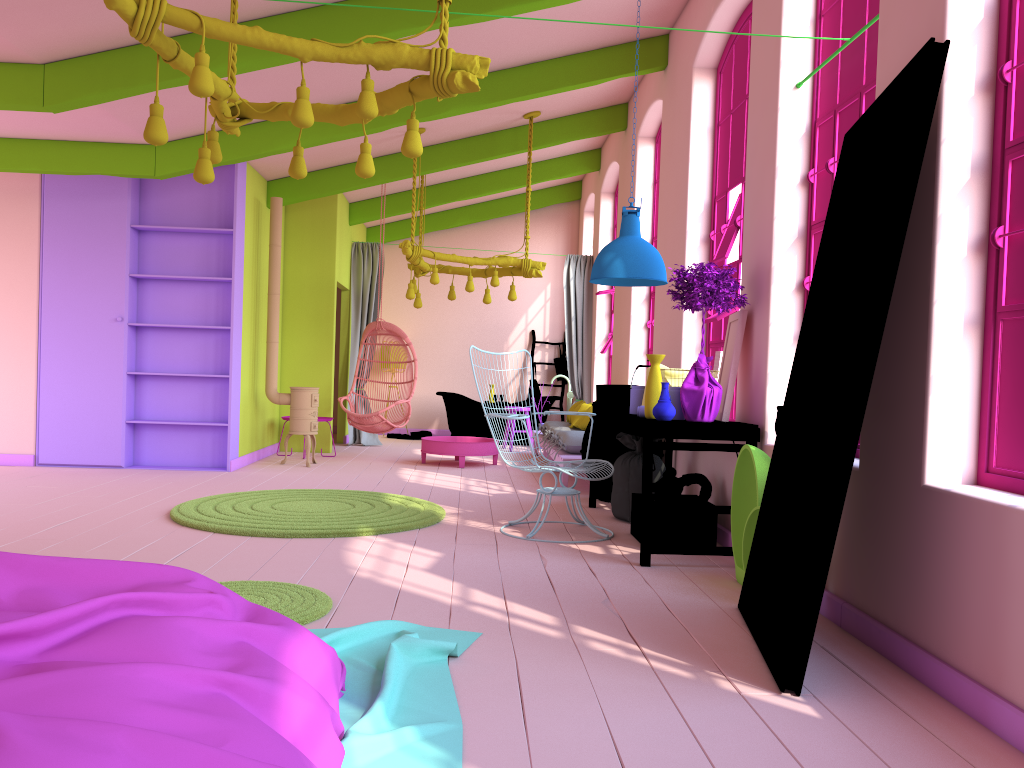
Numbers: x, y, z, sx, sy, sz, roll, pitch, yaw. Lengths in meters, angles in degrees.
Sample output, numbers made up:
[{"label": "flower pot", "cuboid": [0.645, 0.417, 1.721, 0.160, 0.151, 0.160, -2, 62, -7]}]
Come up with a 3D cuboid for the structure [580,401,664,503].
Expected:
[{"label": "structure", "cuboid": [0.938, 0.576, 7.566, 0.718, 0.845, 0.718, 1, 1, -35]}]

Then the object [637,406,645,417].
[{"label": "object", "cuboid": [0.884, 0.180, 5.749, 0.137, 0.076, 0.076, 2, 1, 17]}]

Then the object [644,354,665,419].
[{"label": "object", "cuboid": [0.851, 0.016, 5.296, 0.116, 0.383, 0.116, 1, 2, -29]}]

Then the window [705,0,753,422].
[{"label": "window", "cuboid": [1.625, -1.174, 6.305, 0.492, 3.004, 1.497, 2, 1, -3]}]

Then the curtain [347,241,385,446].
[{"label": "curtain", "cuboid": [-2.017, -0.572, 12.078, 0.518, 2.786, 0.525, 1, 1, -22]}]

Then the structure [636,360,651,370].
[{"label": "structure", "cuboid": [1.013, 0.010, 6.718, 0.166, 0.397, 0.087, 2, 1, 7]}]

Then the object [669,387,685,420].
[{"label": "object", "cuboid": [0.996, 0.117, 5.376, 0.109, 0.197, 0.109, 3, 2, 34]}]

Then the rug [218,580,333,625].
[{"label": "rug", "cuboid": [-1.191, 0.958, 3.836, 0.792, 0.021, 0.792, 2, 1, -20]}]

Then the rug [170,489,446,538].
[{"label": "rug", "cuboid": [-1.434, 0.906, 6.368, 1.889, 0.050, 1.888, 2, 1, -15]}]

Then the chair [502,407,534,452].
[{"label": "chair", "cuboid": [0.054, 0.612, 12.149, 0.473, 0.593, 0.446, 1, 1, -34]}]

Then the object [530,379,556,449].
[{"label": "object", "cuboid": [0.444, 0.420, 12.505, 0.451, 0.987, 0.277, 3, 2, 41]}]

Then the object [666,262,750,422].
[{"label": "object", "cuboid": [1.131, -0.253, 5.248, 0.441, 0.951, 0.502, 1, 2, -43]}]

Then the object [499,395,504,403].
[{"label": "object", "cuboid": [-0.155, 0.244, 13.205, 0.069, 0.170, 0.069, 2, 1, 17]}]

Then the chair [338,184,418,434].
[{"label": "chair", "cuboid": [-1.539, -0.982, 10.327, 0.860, 3.130, 0.806, 2, 1, 17]}]

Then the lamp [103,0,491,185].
[{"label": "lamp", "cuboid": [-1.105, -2.102, 4.380, 1.611, 2.265, 1.775, 2, 1, -21]}]

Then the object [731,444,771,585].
[{"label": "object", "cuboid": [1.308, 0.682, 4.606, 0.218, 0.734, 0.450, 2, 1, -3]}]

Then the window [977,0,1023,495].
[{"label": "window", "cuboid": [1.817, -1.117, 2.484, 0.214, 3.010, 1.513, 2, 1, -3]}]

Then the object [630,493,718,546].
[{"label": "object", "cuboid": [1.039, 0.885, 5.745, 0.446, 0.277, 0.521, 2, 1, -3]}]

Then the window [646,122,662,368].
[{"label": "window", "cuboid": [1.500, -1.218, 8.761, 0.072, 3.048, 1.274, 2, 1, -3]}]

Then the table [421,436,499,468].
[{"label": "table", "cuboid": [-0.592, 0.768, 10.066, 0.885, 0.285, 0.885, 2, 1, 23]}]

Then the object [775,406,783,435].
[{"label": "object", "cuboid": [1.527, 0.234, 4.836, 0.182, 0.223, 0.182, 1, 1, -25]}]

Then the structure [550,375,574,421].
[{"label": "structure", "cuboid": [0.804, 0.395, 13.267, 0.451, 1.062, 0.254, 3, 2, 41]}]

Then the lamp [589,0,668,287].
[{"label": "lamp", "cuboid": [0.820, -1.683, 5.959, 0.528, 2.002, 0.529, 3, 2, 29]}]

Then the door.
[{"label": "door", "cuboid": [1.241, -0.040, 3.514, 0.450, 2.211, 1.153, 2, 1, 7]}]

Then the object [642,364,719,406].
[{"label": "object", "cuboid": [1.107, 0.040, 6.024, 0.444, 0.369, 0.633, 2, 1, -3]}]

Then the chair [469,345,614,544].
[{"label": "chair", "cuboid": [0.254, 0.378, 5.979, 0.924, 1.239, 1.078, 3, 1, 32]}]

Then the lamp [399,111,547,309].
[{"label": "lamp", "cuboid": [-0.640, -1.961, 9.955, 1.611, 2.265, 1.775, 2, 1, -21]}]

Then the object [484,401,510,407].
[{"label": "object", "cuboid": [-0.226, 0.302, 13.235, 0.360, 0.068, 1.323, 2, 1, -3]}]

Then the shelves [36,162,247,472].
[{"label": "shelves", "cuboid": [-3.612, -0.715, 8.653, 1.841, 3.105, 0.384, 2, 1, -3]}]

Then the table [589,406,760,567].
[{"label": "table", "cuboid": [1.009, 0.608, 6.059, 0.655, 0.821, 2.192, 2, 1, -3]}]

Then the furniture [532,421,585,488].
[{"label": "furniture", "cuboid": [0.716, 0.706, 9.840, 0.907, 0.507, 3.775, 2, 1, -3]}]

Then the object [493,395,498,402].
[{"label": "object", "cuboid": [-0.247, 0.243, 13.037, 0.069, 0.170, 0.069, 2, 1, 17]}]

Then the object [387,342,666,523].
[{"label": "object", "cuboid": [-0.352, 0.129, 10.239, 2.827, 1.580, 7.863, 2, 1, -2]}]

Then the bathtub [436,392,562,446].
[{"label": "bathtub", "cuboid": [-0.201, 0.514, 13.241, 1.889, 0.740, 0.826, 2, 1, -3]}]

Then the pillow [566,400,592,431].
[{"label": "pillow", "cuboid": [0.892, 0.347, 9.922, 0.578, 0.399, 1.997, 2, 1, -3]}]

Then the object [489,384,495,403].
[{"label": "object", "cuboid": [-0.299, 0.167, 13.197, 0.097, 0.321, 0.097, 2, 1, 8]}]

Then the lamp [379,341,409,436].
[{"label": "lamp", "cuboid": [-1.879, 0.067, 13.777, 0.491, 1.467, 0.476, 3, 2, 27]}]

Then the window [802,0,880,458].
[{"label": "window", "cuboid": [1.713, -1.154, 4.388, 0.072, 3.048, 1.274, 2, 1, -3]}]

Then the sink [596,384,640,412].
[{"label": "sink", "cuboid": [0.825, 0.103, 6.686, 0.340, 0.194, 0.609, 2, 1, -3]}]

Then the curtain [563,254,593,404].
[{"label": "curtain", "cuboid": [0.915, -0.415, 12.216, 0.518, 2.786, 0.525, 2, 1, 16]}]

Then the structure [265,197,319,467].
[{"label": "structure", "cuboid": [-2.283, -0.547, 9.462, 0.577, 2.815, 0.403, 2, 1, 14]}]

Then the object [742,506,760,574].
[{"label": "object", "cuboid": [1.246, 0.819, 4.278, 0.137, 0.463, 0.284, 2, 1, -18]}]

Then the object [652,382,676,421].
[{"label": "object", "cuboid": [0.877, 0.100, 5.101, 0.132, 0.219, 0.132, 2, 1, 14]}]

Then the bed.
[{"label": "bed", "cuboid": [-1.421, 0.737, 1.806, 2.802, 0.514, 3.575, 2, 1, -3]}]

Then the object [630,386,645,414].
[{"label": "object", "cuboid": [0.881, 0.112, 6.192, 0.109, 0.197, 0.109, 2, 1, -11]}]

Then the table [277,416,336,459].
[{"label": "table", "cuboid": [-2.388, 0.614, 10.328, 0.596, 0.459, 0.596, 3, 1, 35]}]

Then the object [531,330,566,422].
[{"label": "object", "cuboid": [0.572, 0.029, 14.000, 0.603, 1.765, 0.410, 2, 1, -3]}]

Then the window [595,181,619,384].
[{"label": "window", "cuboid": [1.382, -1.245, 11.211, 0.551, 3.010, 1.513, 2, 1, -3]}]

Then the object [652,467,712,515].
[{"label": "object", "cuboid": [1.067, 0.791, 5.890, 0.300, 0.448, 0.672, 1, 1, -27]}]
